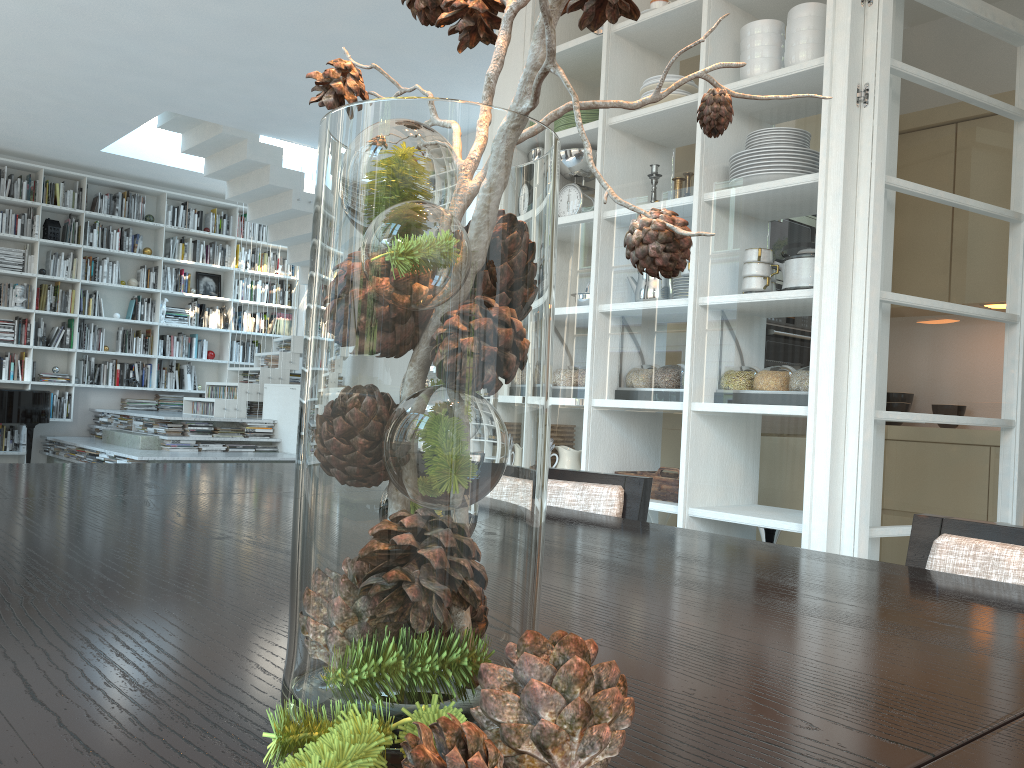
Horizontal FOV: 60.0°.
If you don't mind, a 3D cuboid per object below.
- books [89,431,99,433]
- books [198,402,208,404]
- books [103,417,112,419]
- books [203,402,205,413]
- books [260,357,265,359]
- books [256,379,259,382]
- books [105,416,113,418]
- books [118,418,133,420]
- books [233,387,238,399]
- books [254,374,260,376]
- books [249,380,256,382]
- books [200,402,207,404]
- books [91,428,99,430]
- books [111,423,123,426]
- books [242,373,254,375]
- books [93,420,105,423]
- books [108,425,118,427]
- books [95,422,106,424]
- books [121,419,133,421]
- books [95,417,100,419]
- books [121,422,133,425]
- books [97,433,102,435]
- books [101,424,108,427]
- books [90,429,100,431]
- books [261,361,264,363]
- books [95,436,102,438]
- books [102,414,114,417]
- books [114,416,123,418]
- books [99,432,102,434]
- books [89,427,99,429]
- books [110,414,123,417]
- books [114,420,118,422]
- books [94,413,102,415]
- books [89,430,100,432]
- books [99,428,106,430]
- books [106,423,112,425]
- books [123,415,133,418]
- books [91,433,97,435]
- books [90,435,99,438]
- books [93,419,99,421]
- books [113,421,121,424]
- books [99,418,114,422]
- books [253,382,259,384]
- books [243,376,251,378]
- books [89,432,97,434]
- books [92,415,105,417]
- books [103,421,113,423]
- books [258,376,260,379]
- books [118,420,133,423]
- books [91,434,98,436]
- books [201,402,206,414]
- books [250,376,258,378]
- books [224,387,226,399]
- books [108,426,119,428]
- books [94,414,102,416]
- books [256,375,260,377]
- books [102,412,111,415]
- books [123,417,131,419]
[{"bbox_3d":[-4.504,0.526,9.709,0.159,0.012,0.278,4,-2,-42],"label":"books"},{"bbox_3d":[-3.273,0.257,9.421,0.125,0.125,0.007,4,-1,-41],"label":"books"},{"bbox_3d":[-4.260,0.367,9.486,0.171,0.007,0.206,4,-2,-39],"label":"books"},{"bbox_3d":[-3.177,0.259,9.310,0.125,0.125,0.008,4,-1,-41],"label":"books"},{"bbox_3d":[-2.702,-0.284,9.935,0.180,0.014,0.157,1,-2,45],"label":"books"},{"bbox_3d":[-2.623,-0.033,9.377,0.172,0.019,0.240,3,-2,-16],"label":"books"},{"bbox_3d":[-4.254,0.357,9.490,0.143,0.012,0.264,4,-2,-36],"label":"books"},{"bbox_3d":[-3.875,0.359,9.035,0.187,0.009,0.261,4,-2,-42],"label":"books"},{"bbox_3d":[-2.807,0.099,9.124,0.125,0.125,0.011,4,-1,-41],"label":"books"},{"bbox_3d":[-2.713,-0.093,9.659,0.133,0.017,0.178,4,-2,-37],"label":"books"},{"bbox_3d":[-2.735,-0.030,9.642,0.207,0.016,0.175,1,-2,44],"label":"books"},{"bbox_3d":[-3.238,0.258,9.380,0.125,0.125,0.007,4,-1,-41],"label":"books"},{"bbox_3d":[-4.505,0.492,9.708,0.152,0.015,0.208,4,-2,-36],"label":"books"},{"bbox_3d":[-4.063,0.423,9.255,0.164,0.023,0.242,4,-2,-37],"label":"books"},{"bbox_3d":[-2.868,-0.109,9.820,0.161,0.012,0.195,5,-2,-44],"label":"books"},{"bbox_3d":[-4.457,0.411,9.701,0.175,0.017,0.265,4,-2,-38],"label":"books"},{"bbox_3d":[-4.071,0.440,9.249,0.190,0.012,0.235,5,-2,-43],"label":"books"},{"bbox_3d":[-4.451,0.428,9.707,0.163,0.017,0.232,4,-2,-39],"label":"books"},{"bbox_3d":[-3.871,0.370,9.039,0.161,0.012,0.254,4,-2,-37],"label":"books"},{"bbox_3d":[-4.440,0.379,9.714,0.145,0.008,0.297,4,-2,-42],"label":"books"},{"bbox_3d":[-3.868,0.402,9.043,0.159,0.018,0.203,5,-2,-43],"label":"books"},{"bbox_3d":[-4.310,0.539,9.466,0.180,0.017,0.182,5,-2,-44],"label":"books"},{"bbox_3d":[-4.263,0.446,9.485,0.173,0.017,0.233,4,-2,-42],"label":"books"},{"bbox_3d":[-4.507,0.504,9.706,0.160,0.009,0.210,4,-2,-37],"label":"books"},{"bbox_3d":[-2.696,-0.240,9.942,0.143,0.019,0.230,4,-2,-42],"label":"books"},{"bbox_3d":[-4.315,0.565,9.462,0.187,0.009,0.261,4,-2,-38],"label":"books"},{"bbox_3d":[-4.254,0.342,9.490,0.163,0.018,0.289,4,-2,-42],"label":"books"},{"bbox_3d":[-4.051,0.343,9.263,0.149,0.013,0.220,4,-2,-38],"label":"books"},{"bbox_3d":[-4.299,0.527,9.474,0.159,0.009,0.228,4,-2,-40],"label":"books"},{"bbox_3d":[-4.509,0.480,9.704,0.174,0.009,0.240,4,-2,-39],"label":"books"},{"bbox_3d":[-4.060,0.329,9.255,0.243,0.015,0.165,1,-2,44],"label":"books"},{"bbox_3d":[-4.050,0.388,9.265,0.150,0.013,0.215,4,-2,-41],"label":"books"},{"bbox_3d":[-4.446,0.335,9.708,0.159,0.011,0.246,5,-2,-44],"label":"books"},{"bbox_3d":[-4.513,0.511,9.701,0.184,0.006,0.262,4,-2,-40],"label":"books"},{"bbox_3d":[-4.295,0.489,9.477,0.149,0.014,0.228,5,-2,-43],"label":"books"},{"bbox_3d":[-4.248,0.428,9.497,0.131,0.021,0.240,4,-2,-39],"label":"books"},{"bbox_3d":[-3.862,0.328,9.046,0.139,0.028,0.261,4,-2,-36],"label":"books"},{"bbox_3d":[-4.499,0.552,9.714,0.147,0.014,0.292,4,-2,-41],"label":"books"},{"bbox_3d":[-4.508,0.573,9.707,0.163,0.019,0.187,4,-2,-42],"label":"books"},{"bbox_3d":[-4.453,0.397,9.704,0.179,0.012,0.261,4,-2,-41],"label":"books"},{"bbox_3d":[-4.054,0.403,9.262,0.154,0.018,0.221,4,-2,-42],"label":"books"},{"bbox_3d":[-4.269,0.384,9.478,0.189,0.030,0.237,5,-2,-44],"label":"books"},{"bbox_3d":[-2.723,-0.007,9.653,0.137,0.013,0.198,4,-2,-34],"label":"books"},{"bbox_3d":[-2.867,-0.076,9.822,0.181,0.022,0.140,1,-2,42],"label":"books"},{"bbox_3d":[-4.507,0.538,9.707,0.170,0.012,0.215,4,-2,-41],"label":"books"},{"bbox_3d":[-4.455,0.355,9.701,0.252,0.015,0.171,1,-2,44],"label":"books"},{"bbox_3d":[-4.259,0.404,9.487,0.163,0.008,0.294,5,-2,-43],"label":"books"},{"bbox_3d":[-2.599,-0.062,9.386,0.141,0.028,0.222,4,-2,-22],"label":"books"},{"bbox_3d":[-3.874,0.384,9.037,0.179,0.017,0.293,4,-2,-40],"label":"books"},{"bbox_3d":[-4.507,0.561,9.708,0.144,0.005,0.257,4,-2,-36],"label":"books"},{"bbox_3d":[-3.207,0.259,9.345,0.125,0.125,0.008,4,-1,-41],"label":"books"},{"bbox_3d":[-2.734,-0.071,9.642,0.189,0.012,0.155,4,-2,-38],"label":"books"},{"bbox_3d":[-2.944,0.096,9.281,0.125,0.125,0.016,4,-1,-41],"label":"books"},{"bbox_3d":[-4.068,0.452,9.251,0.183,0.012,0.296,4,-2,-42],"label":"books"},{"bbox_3d":[-4.447,0.344,9.708,0.167,0.008,0.234,4,-2,-42],"label":"books"},{"bbox_3d":[-2.609,-0.084,9.382,0.169,0.014,0.212,4,-2,-21],"label":"books"},{"bbox_3d":[-4.260,0.316,9.484,0.193,0.020,0.171,1,-2,44],"label":"books"},{"bbox_3d":[-3.855,0.349,9.053,0.128,0.013,0.296,5,-2,-43],"label":"books"}]
